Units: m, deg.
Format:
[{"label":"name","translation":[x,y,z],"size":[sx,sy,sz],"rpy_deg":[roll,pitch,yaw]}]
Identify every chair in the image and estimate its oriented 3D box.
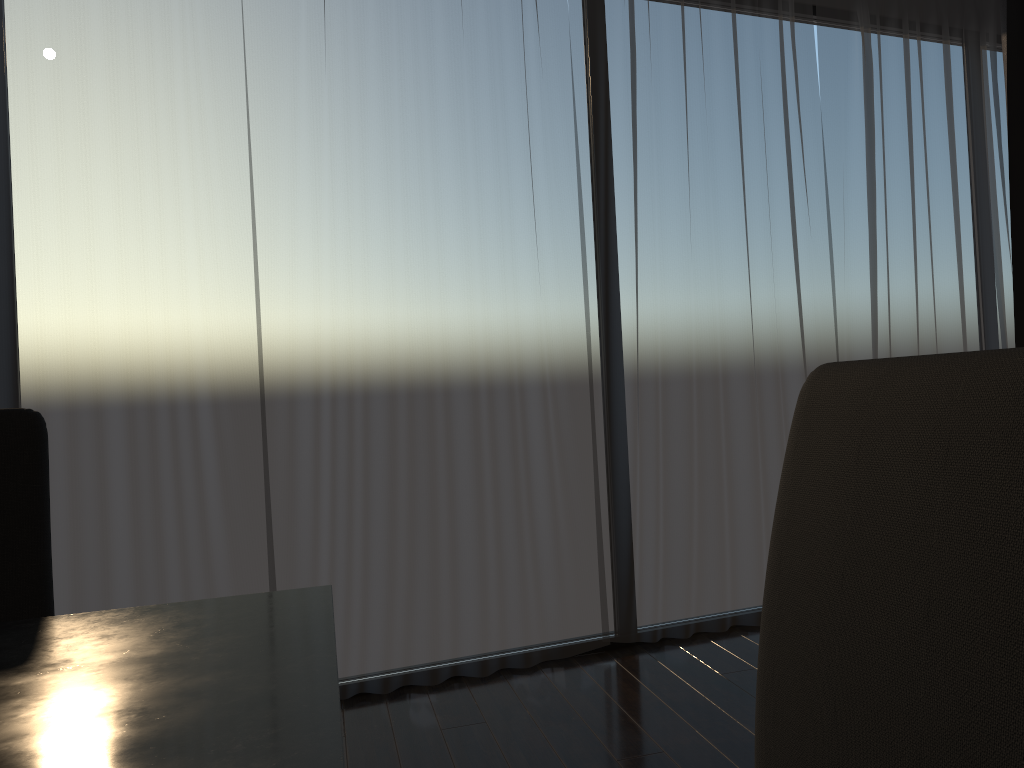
[{"label":"chair","translation":[0.071,0.472,0.537],"size":[0.590,0.964,0.415],"rpy_deg":[-3,-1,-16]},{"label":"chair","translation":[-0.702,0.514,0.815],"size":[0.441,0.964,0.555],"rpy_deg":[-3,-1,-14]}]

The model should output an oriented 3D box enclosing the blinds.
[{"label":"blinds","translation":[0.335,-0.473,2.996],"size":[7.811,2.894,0.717],"rpy_deg":[-3,-1,-24]}]
